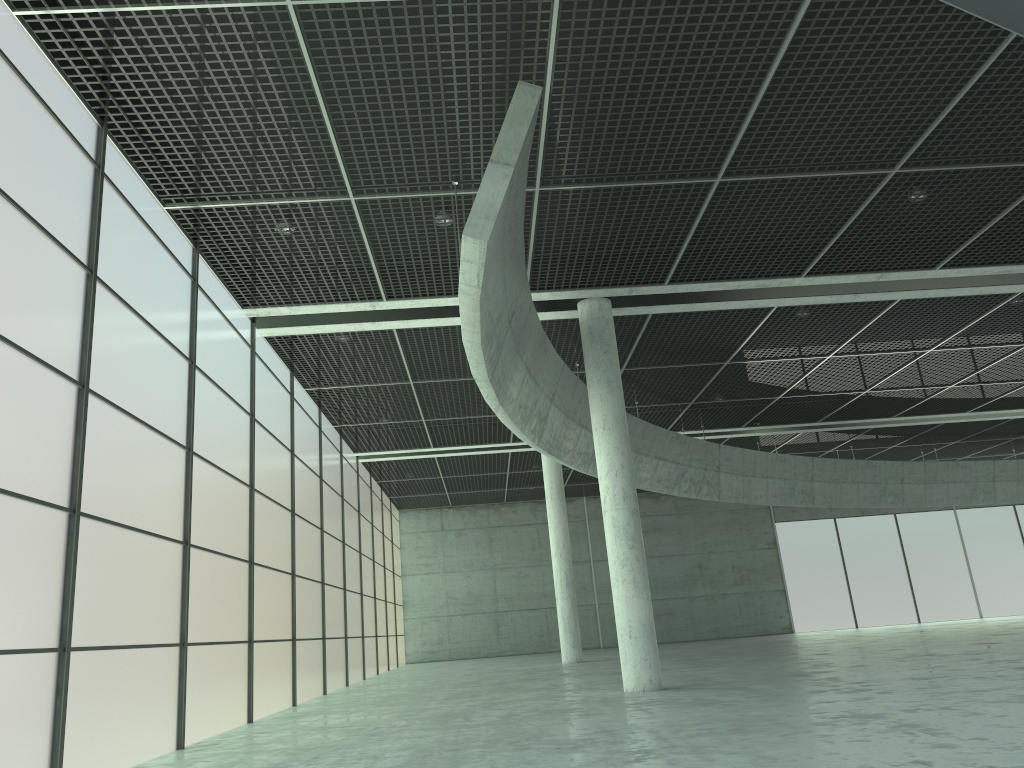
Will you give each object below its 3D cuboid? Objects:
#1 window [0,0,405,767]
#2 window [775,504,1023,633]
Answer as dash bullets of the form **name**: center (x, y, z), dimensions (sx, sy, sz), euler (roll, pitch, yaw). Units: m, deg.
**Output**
- **window**: center (41.314, 0.302, 31.742), dimensions (100.263, 16.076, 100.118), euler (-4, -17, -3)
- **window**: center (40.428, 17.656, 78.688), dimensions (33.355, 10.659, 0.160), euler (-4, -17, -3)
